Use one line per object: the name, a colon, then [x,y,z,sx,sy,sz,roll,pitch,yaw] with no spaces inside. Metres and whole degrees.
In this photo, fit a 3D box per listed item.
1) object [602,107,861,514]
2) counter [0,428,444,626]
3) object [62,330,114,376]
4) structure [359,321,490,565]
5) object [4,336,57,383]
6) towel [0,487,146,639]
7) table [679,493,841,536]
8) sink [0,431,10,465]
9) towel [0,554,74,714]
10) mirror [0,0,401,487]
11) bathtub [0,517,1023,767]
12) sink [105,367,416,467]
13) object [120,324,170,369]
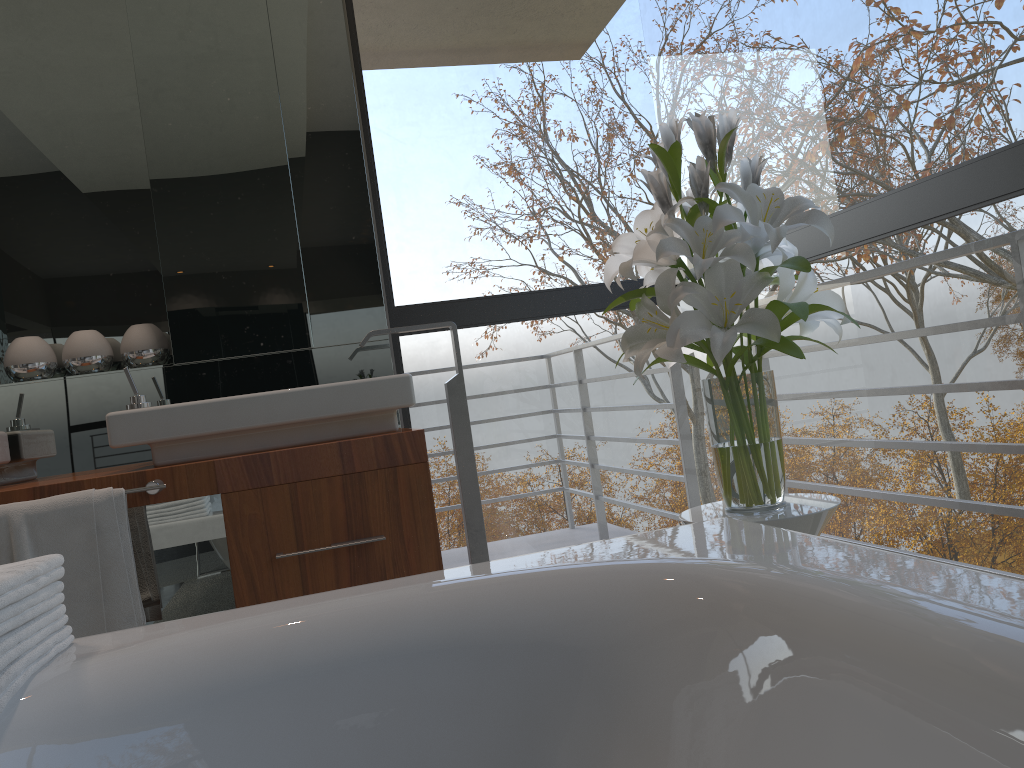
object: [0.415,-0.152,1.749,0.459,0.796,0.450,-8,-1,14]
counter: [-1.106,0.594,2.203,1.849,0.704,0.524,-8,-1,-14]
object: [-1.240,-0.089,2.591,0.136,0.131,0.136,-8,-1,28]
structure: [-0.208,0.329,2.454,0.303,0.989,0.069,-8,-1,-14]
object: [-1.387,-0.068,2.554,0.136,0.131,0.136,-8,-1,28]
towel: [-0.991,0.428,1.962,0.302,0.368,0.079,-8,-1,-13]
table: [0.513,0.478,1.725,0.308,0.479,0.307,-7,-1,-30]
sink: [-1.681,0.185,2.139,0.750,0.266,0.352,-8,-1,-14]
towel: [-0.743,0.322,1.075,0.305,0.145,0.321,-8,-1,-11]
mirror: [-1.335,-0.530,2.609,1.791,1.618,0.253,-8,-1,-14]
bathtub: [0.002,0.524,0.423,1.328,0.504,1.957,-8,-1,-14]
sink: [-0.660,0.043,2.393,0.750,0.266,0.352,-8,-1,-14]
object: [-1.088,-0.110,2.629,0.136,0.131,0.136,-8,-1,28]
